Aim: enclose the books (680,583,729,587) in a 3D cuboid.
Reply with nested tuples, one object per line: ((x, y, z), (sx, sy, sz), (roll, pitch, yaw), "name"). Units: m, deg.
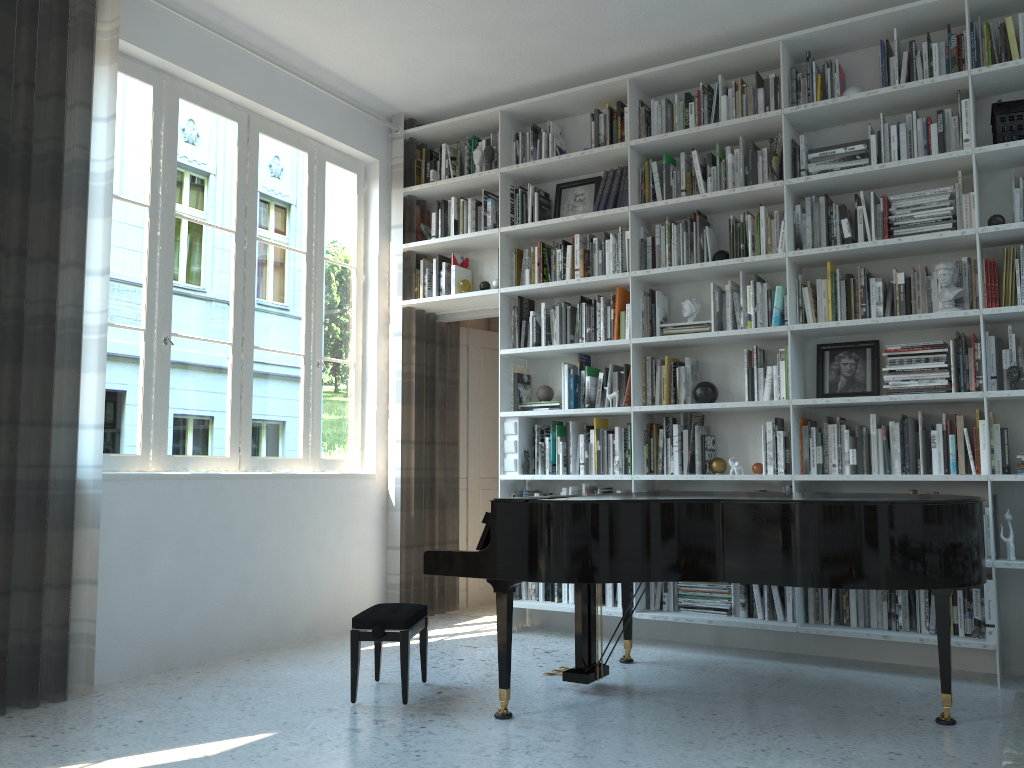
((1.042, 1.055, 4.690), (0.254, 0.005, 0.161), (-4, -7, 35), "books")

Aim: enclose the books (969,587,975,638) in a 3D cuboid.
((2.104, 1.011, 4.043), (0.013, 0.256, 0.176), (-3, -6, 31), "books")

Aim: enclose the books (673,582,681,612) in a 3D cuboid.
((0.904, 1.074, 4.780), (0.027, 0.282, 0.129), (-3, -6, 31), "books")

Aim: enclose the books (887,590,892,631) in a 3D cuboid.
((1.806, 1.015, 4.222), (0.013, 0.285, 0.185), (-3, -6, 31), "books")

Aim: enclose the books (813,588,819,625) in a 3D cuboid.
((1.520, 1.025, 4.390), (0.014, 0.300, 0.184), (-3, -6, 31), "books")

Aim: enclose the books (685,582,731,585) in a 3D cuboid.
((1.040, 1.044, 4.689), (0.254, 0.005, 0.161), (-3, -6, 26), "books")

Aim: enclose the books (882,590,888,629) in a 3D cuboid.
((1.797, 1.058, 4.239), (0.024, 0.203, 0.144), (-3, -6, 31), "books")

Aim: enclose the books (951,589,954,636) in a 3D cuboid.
((2.029, 1.015, 4.085), (0.011, 0.258, 0.171), (-3, -6, 31), "books")

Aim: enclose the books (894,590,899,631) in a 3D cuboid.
((1.834, 0.988, 4.202), (0.014, 0.335, 0.183), (-3, -6, 31), "books")

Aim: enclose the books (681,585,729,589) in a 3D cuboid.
((1.043, 1.067, 4.698), (0.254, 0.005, 0.161), (-4, -7, 31), "books")

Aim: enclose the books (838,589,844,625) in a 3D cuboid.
((1.626, 1.047, 4.348), (0.022, 0.246, 0.144), (-3, -6, 31), "books")

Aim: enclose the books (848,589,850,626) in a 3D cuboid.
((1.662, 1.041, 4.328), (0.012, 0.255, 0.150), (-3, -6, 31), "books")

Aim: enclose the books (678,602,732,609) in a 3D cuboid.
((1.041, 1.161, 4.678), (0.285, 0.007, 0.159), (-4, -7, 36), "books")

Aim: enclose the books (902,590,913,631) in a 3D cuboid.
((1.871, 1.024, 4.197), (0.024, 0.262, 0.131), (-3, -6, 31), "books")

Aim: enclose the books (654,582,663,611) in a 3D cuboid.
((0.824, 1.127, 4.816), (0.053, 0.184, 0.148), (-3, -6, 31), "books")

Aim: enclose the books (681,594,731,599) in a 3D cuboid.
((1.045, 1.113, 4.691), (0.254, 0.007, 0.161), (-4, -7, 32), "books")

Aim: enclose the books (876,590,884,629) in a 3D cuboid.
((1.775, 1.031, 4.257), (0.028, 0.260, 0.132), (-3, -6, 31), "books")

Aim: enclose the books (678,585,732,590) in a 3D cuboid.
((1.042, 1.072, 4.696), (0.285, 0.005, 0.159), (-3, -7, 30), "books")

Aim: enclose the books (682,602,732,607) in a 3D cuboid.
((1.042, 1.154, 4.681), (0.254, 0.007, 0.161), (-3, -7, 27), "books")

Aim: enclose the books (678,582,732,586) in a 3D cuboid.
((1.043, 1.050, 4.692), (0.285, 0.005, 0.159), (-3, -7, 28), "books")

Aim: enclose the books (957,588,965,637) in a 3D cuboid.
((2.063, 1.039, 4.062), (0.022, 0.205, 0.191), (-3, -6, 31), "books")

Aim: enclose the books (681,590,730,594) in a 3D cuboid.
((1.043, 1.094, 4.696), (0.254, 0.005, 0.161), (-4, -7, 31), "books")

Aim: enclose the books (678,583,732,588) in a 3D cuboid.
((1.039, 1.061, 4.691), (0.285, 0.005, 0.159), (-3, -7, 27), "books")

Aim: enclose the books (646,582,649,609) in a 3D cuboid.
((0.769, 1.081, 4.863), (0.012, 0.285, 0.159), (-3, -6, 31), "books")

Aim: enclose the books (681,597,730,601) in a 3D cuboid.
((1.045, 1.127, 4.689), (0.254, 0.007, 0.161), (-4, -7, 32), "books")

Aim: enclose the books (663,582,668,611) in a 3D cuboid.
((0.855, 1.101, 4.797), (0.023, 0.231, 0.164), (-3, -6, 31), "books")

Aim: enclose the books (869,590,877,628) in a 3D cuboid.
((1.750, 1.046, 4.271), (0.030, 0.234, 0.138), (-3, -6, 31), "books")

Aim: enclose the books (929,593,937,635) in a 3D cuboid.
((1.963, 1.021, 4.109), (0.044, 0.251, 0.187), (-3, -6, 31), "books")

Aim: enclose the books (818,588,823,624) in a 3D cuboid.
((1.540, 1.006, 4.399), (0.014, 0.339, 0.140), (-3, -6, 31), "books")

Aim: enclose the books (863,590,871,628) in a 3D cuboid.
((1.725, 1.017, 4.286), (0.026, 0.293, 0.155), (-3, -6, 31), "books")

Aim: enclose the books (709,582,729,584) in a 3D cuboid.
((1.046, 1.040, 4.699), (0.254, 0.005, 0.161), (-4, -7, 31), "books")

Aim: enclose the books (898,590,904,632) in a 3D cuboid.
((1.846, 1.011, 4.194), (0.014, 0.288, 0.185), (-3, -6, 31), "books")

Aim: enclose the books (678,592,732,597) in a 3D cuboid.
((1.045, 1.107, 4.692), (0.285, 0.007, 0.159), (-4, -7, 32), "books")

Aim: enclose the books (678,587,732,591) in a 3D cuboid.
((1.042, 1.077, 4.696), (0.285, 0.005, 0.159), (-4, -7, 32), "books")

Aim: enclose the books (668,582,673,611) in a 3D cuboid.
((0.881, 1.103, 4.791), (0.027, 0.227, 0.139), (-3, -6, 31), "books")

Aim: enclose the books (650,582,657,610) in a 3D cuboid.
((0.794, 1.123, 4.843), (0.025, 0.198, 0.160), (-3, -6, 31), "books")

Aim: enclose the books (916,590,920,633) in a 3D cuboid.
((1.908, 1.047, 4.145), (0.010, 0.205, 0.180), (-3, -6, 31), "books")

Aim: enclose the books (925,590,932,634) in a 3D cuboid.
((1.945, 1.002, 4.134), (0.011, 0.292, 0.184), (-3, -6, 31), "books")

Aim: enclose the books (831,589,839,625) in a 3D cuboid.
((1.597, 1.016, 4.356), (0.034, 0.311, 0.170), (-3, -6, 31), "books")

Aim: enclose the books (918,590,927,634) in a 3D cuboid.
((1.927, 1.044, 4.139), (0.029, 0.209, 0.170), (-3, -6, 31), "books")

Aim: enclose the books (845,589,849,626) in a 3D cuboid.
((1.652, 1.031, 4.335), (0.012, 0.276, 0.154), (-3, -6, 31), "books")

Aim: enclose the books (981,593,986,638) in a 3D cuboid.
((2.147, 1.046, 4.022), (0.023, 0.181, 0.149), (-3, -6, 31), "books")

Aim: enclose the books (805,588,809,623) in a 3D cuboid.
((1.488, 1.052, 4.431), (0.012, 0.254, 0.161), (-3, -6, 31), "books")

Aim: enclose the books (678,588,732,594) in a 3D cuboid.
((1.041, 1.088, 4.693), (0.285, 0.005, 0.159), (-3, -7, 29), "books")

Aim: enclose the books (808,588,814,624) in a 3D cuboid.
((1.503, 1.048, 4.398), (0.026, 0.256, 0.183), (-3, -6, 31), "books")

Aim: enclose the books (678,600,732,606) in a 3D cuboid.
((1.044, 1.147, 4.686), (0.285, 0.007, 0.159), (-4, -7, 33), "books")

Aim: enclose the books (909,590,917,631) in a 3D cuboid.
((1.903, 1.048, 4.185), (0.040, 0.212, 0.129), (-3, -6, 31), "books")

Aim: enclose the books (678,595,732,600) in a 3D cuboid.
((1.040, 1.119, 4.682), (0.285, 0.007, 0.159), (-3, -6, 26), "books")

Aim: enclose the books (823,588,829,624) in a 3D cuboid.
((1.567, 1.043, 4.383), (0.025, 0.263, 0.145), (-3, -6, 31), "books")

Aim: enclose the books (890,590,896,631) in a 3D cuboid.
((1.823, 1.051, 4.213), (0.022, 0.212, 0.167), (-3, -6, 31), "books")

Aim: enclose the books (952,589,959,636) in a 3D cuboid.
((2.049, 1.048, 4.082), (0.024, 0.191, 0.155), (-3, -6, 31), "books")

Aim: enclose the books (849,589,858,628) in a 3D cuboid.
((1.667, 1.062, 4.295), (0.028, 0.206, 0.175), (-3, -6, 31), "books")

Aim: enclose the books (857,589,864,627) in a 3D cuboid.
((1.707, 1.068, 4.305), (0.030, 0.196, 0.143), (-3, -6, 31), "books")

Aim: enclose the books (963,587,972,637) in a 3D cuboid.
((2.091, 1.027, 4.060), (0.028, 0.227, 0.162), (-3, -6, 31), "books")

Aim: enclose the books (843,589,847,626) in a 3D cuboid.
((1.639, 1.050, 4.336), (0.012, 0.238, 0.128), (-3, -6, 31), "books")

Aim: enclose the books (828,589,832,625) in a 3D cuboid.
((1.577, 1.004, 4.368), (0.012, 0.337, 0.144), (-3, -6, 31), "books")

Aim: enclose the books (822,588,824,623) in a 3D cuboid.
((1.557, 1.047, 4.400), (0.010, 0.258, 0.131), (-3, -6, 31), "books")

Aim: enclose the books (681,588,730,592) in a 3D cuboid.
((1.042, 1.083, 4.695), (0.254, 0.005, 0.161), (-3, -7, 30), "books")

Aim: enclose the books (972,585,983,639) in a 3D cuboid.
((2.118, 1.029, 4.026), (0.029, 0.217, 0.191), (-3, -6, 31), "books")
